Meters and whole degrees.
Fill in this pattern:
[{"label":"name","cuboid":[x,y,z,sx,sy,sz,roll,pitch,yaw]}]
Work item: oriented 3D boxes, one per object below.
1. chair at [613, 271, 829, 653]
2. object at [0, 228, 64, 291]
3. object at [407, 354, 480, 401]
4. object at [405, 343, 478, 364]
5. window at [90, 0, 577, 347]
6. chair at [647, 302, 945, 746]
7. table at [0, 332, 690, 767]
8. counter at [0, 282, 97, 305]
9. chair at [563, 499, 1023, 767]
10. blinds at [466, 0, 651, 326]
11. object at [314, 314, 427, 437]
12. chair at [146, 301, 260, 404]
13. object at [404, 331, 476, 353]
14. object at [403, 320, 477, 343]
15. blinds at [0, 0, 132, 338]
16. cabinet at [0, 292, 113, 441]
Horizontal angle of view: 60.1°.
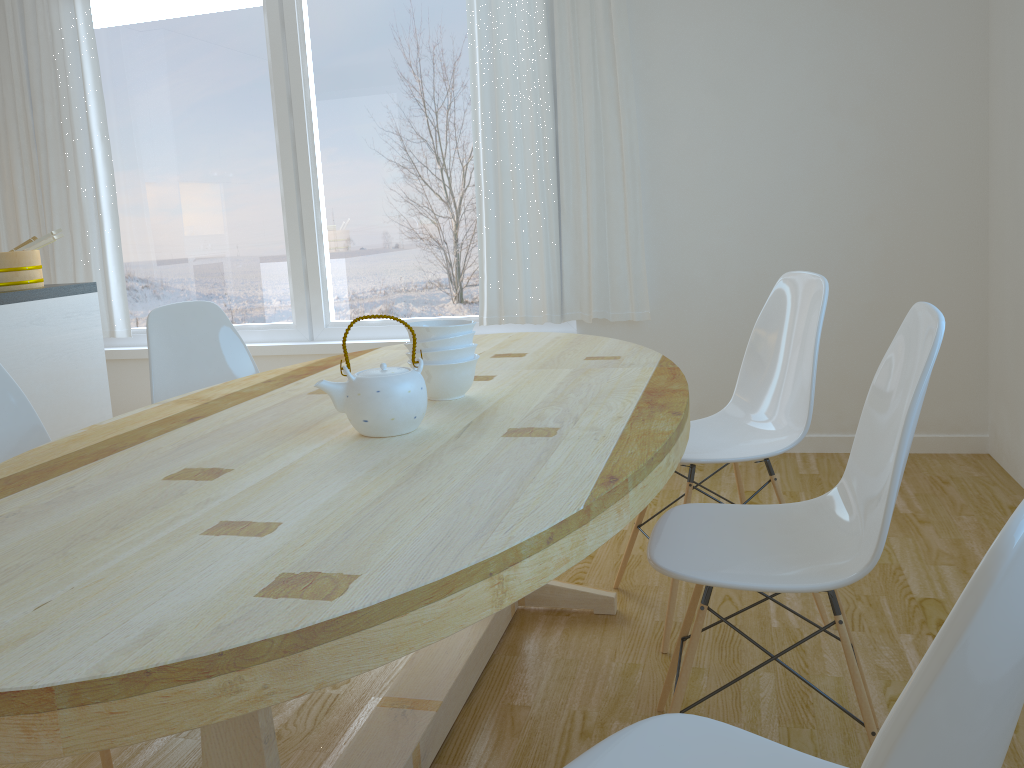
[{"label":"chair","cuboid":[0.561,0.164,2.381,0.523,0.894,0.433,-5,8,-10]},{"label":"object","cuboid":[-1.927,-0.453,3.274,0.379,0.212,0.432,5,13,42]},{"label":"object","cuboid":[-0.141,-0.013,1.855,0.152,0.082,0.152,-11,12,-35]},{"label":"object","cuboid":[-0.145,-0.036,1.855,0.152,0.092,0.152,-11,12,-35]},{"label":"window","cuboid":[-1.056,-1.166,4.370,2.725,1.903,0.089,-1,7,15]},{"label":"chair","cuboid":[0.492,0.309,1.627,0.523,0.894,0.433,-2,8,15]},{"label":"table","cuboid":[-0.228,0.403,1.840,1.193,0.719,2.211,-1,10,13]},{"label":"counter","cuboid":[-2.200,-0.139,2.362,0.600,0.040,2.424,-1,11,15]},{"label":"chair","cuboid":[0.217,0.476,0.830,0.524,0.894,0.432,4,11,44]},{"label":"blinds","cuboid":[0.156,-1.327,3.827,0.794,2.143,0.151,-2,7,15]},{"label":"object","cuboid":[-0.242,-0.019,1.576,0.177,0.210,0.148,-2,9,14]},{"label":"chair","cuboid":[-0.774,0.204,2.629,0.523,0.894,0.433,2,9,35]},{"label":"object","cuboid":[-0.149,-0.060,1.854,0.151,0.095,0.153,2,11,31]},{"label":"object","cuboid":[-0.147,-0.088,1.851,0.152,0.086,0.153,5,13,42]},{"label":"blinds","cuboid":[-2.420,-1.287,4.504,0.794,2.143,0.151,-2,7,14]},{"label":"cabinet","cuboid":[-2.170,0.328,2.420,0.600,0.902,2.424,-2,10,15]}]
